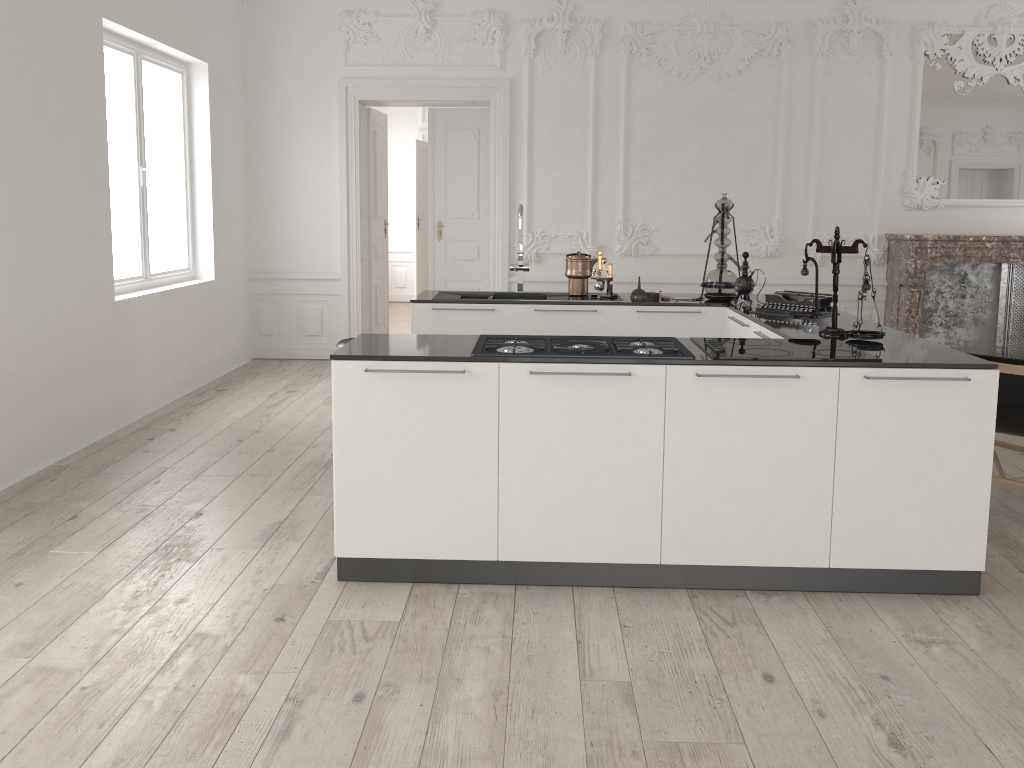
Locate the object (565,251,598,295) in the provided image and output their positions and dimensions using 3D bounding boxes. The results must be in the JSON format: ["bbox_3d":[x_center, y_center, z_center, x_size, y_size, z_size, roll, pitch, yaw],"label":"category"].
[{"bbox_3d":[0.440,-0.719,5.724,0.209,0.277,0.187,8,11,42],"label":"object"}]

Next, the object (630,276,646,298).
[{"bbox_3d":[0.803,-0.613,5.581,0.111,0.130,0.112,2,9,7],"label":"object"}]

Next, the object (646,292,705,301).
[{"bbox_3d":[1.023,-0.540,5.437,0.375,0.045,0.125,-1,11,-9],"label":"object"}]

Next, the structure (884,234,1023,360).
[{"bbox_3d":[4.172,-0.715,7.944,1.544,1.235,0.666,1,8,2],"label":"structure"}]

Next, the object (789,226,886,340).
[{"bbox_3d":[1.440,-0.457,3.936,0.168,0.485,0.518,-3,10,-25],"label":"object"}]

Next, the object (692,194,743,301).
[{"bbox_3d":[1.319,-0.839,5.415,0.320,0.644,0.295,-7,11,-44],"label":"object"}]

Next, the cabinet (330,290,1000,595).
[{"bbox_3d":[0.588,0.087,4.616,2.461,0.873,2.739,1,11,2],"label":"cabinet"}]

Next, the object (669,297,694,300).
[{"bbox_3d":[1.050,-0.535,5.521,0.141,0.004,0.094,-3,12,-18],"label":"object"}]

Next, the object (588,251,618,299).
[{"bbox_3d":[0.578,-0.688,5.543,0.170,0.288,0.133,-4,9,-28],"label":"object"}]

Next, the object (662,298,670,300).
[{"bbox_3d":[0.951,-0.527,5.458,0.039,0.010,0.026,-3,11,-18],"label":"object"}]

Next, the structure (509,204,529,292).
[{"bbox_3d":[0.047,-0.871,5.719,0.130,0.576,0.283,1,8,2],"label":"structure"}]

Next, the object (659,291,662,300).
[{"bbox_3d":[0.911,-0.545,5.431,0.017,0.055,0.017,-2,8,-18],"label":"object"}]

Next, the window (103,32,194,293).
[{"bbox_3d":[-2.669,-1.577,6.452,0.071,1.722,1.745,1,9,2],"label":"window"}]

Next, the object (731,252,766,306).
[{"bbox_3d":[1.392,-0.620,5.186,0.222,0.309,0.206,1,8,0],"label":"object"}]

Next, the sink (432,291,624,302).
[{"bbox_3d":[0.101,-0.487,5.584,1.165,0.139,0.491,1,11,2],"label":"sink"}]

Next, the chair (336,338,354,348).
[{"bbox_3d":[-0.936,0.005,5.756,0.402,0.572,0.405,-3,9,-24],"label":"chair"}]

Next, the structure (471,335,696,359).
[{"bbox_3d":[0.274,-0.158,3.562,0.842,0.014,0.527,1,11,2],"label":"structure"}]

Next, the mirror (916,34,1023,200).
[{"bbox_3d":[4.329,-2.374,7.921,1.435,1.556,0.009,1,7,2],"label":"mirror"}]

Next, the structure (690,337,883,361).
[{"bbox_3d":[1.069,-0.150,3.534,0.628,0.021,0.512,1,11,2],"label":"structure"}]

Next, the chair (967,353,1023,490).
[{"bbox_3d":[2.525,0.225,4.301,0.785,0.763,0.634,-8,12,-43],"label":"chair"}]

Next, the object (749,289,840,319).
[{"bbox_3d":[1.524,-0.438,4.783,0.318,0.109,0.386,-9,15,-42],"label":"object"}]
